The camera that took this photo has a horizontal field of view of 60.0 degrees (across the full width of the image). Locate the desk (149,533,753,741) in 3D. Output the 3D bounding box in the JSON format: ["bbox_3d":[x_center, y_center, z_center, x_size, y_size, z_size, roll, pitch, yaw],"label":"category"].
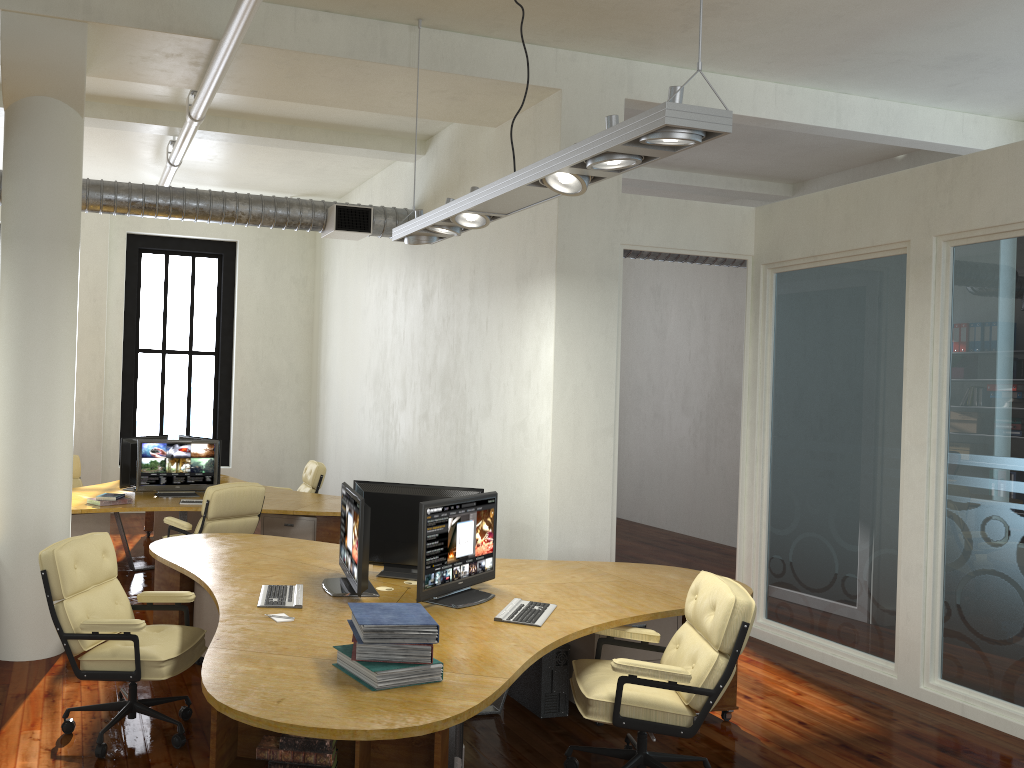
[{"bbox_3d":[-0.932,1.513,5.288,3.855,0.734,3.509,1,-1,38],"label":"desk"}]

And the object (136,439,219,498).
[{"bbox_3d":[-3.297,0.828,8.759,0.750,0.552,0.312,2,0,-24],"label":"object"}]

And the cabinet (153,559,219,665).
[{"bbox_3d":[-1.820,1.510,6.023,0.978,0.709,0.799,1,-1,38],"label":"cabinet"}]

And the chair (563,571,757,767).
[{"bbox_3d":[0.669,1.415,4.232,0.797,1.021,0.703,2,0,3],"label":"chair"}]

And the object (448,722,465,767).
[{"bbox_3d":[-0.468,1.683,4.126,0.500,0.411,0.173,2,0,12],"label":"object"}]

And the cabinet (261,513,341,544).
[{"bbox_3d":[-1.899,1.533,8.580,0.937,0.709,0.840,2,0,13],"label":"cabinet"}]

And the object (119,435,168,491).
[{"bbox_3d":[-3.816,0.815,9.200,0.309,0.552,0.759,2,0,14],"label":"object"}]

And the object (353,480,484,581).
[{"bbox_3d":[-0.579,0.881,5.358,0.854,0.552,0.275,2,0,16],"label":"object"}]

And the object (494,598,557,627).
[{"bbox_3d":[0.075,1.162,4.529,0.244,0.016,0.446,2,-1,15],"label":"object"}]

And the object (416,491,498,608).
[{"bbox_3d":[-0.279,0.885,4.798,0.319,0.552,0.734,2,0,31],"label":"object"}]

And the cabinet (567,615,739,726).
[{"bbox_3d":[0.705,1.585,5.404,0.835,0.709,0.942,2,0,-22],"label":"cabinet"}]

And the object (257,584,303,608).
[{"bbox_3d":[-1.225,1.122,4.711,0.224,0.016,0.486,2,-1,-11],"label":"object"}]

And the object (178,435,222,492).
[{"bbox_3d":[-3.296,0.833,9.338,0.890,0.552,0.263,1,0,43],"label":"object"}]

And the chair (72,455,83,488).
[{"bbox_3d":[-4.884,1.291,9.652,0.859,1.021,0.646,1,0,43],"label":"chair"}]

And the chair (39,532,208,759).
[{"bbox_3d":[-2.035,1.332,4.689,0.810,1.021,0.691,2,0,8],"label":"chair"}]

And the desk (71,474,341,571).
[{"bbox_3d":[-3.497,1.472,9.439,3.716,0.734,3.668,2,-1,-16],"label":"desk"}]

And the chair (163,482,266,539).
[{"bbox_3d":[-2.632,1.344,7.779,0.858,1.021,0.647,2,0,38],"label":"chair"}]

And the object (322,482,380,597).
[{"bbox_3d":[-0.906,0.866,4.965,0.280,0.552,0.839,2,0,-16],"label":"object"}]

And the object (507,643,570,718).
[{"bbox_3d":[0.139,1.715,5.340,0.168,0.411,0.512,2,0,-26],"label":"object"}]

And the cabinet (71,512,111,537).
[{"bbox_3d":[-4.247,1.453,8.126,0.974,0.709,0.802,1,-1,43],"label":"cabinet"}]

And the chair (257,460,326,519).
[{"bbox_3d":[-2.526,1.370,9.996,0.744,1.021,0.752,2,0,-17],"label":"chair"}]

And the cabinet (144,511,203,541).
[{"bbox_3d":[-3.889,1.488,10.466,0.844,0.709,0.933,2,0,-17],"label":"cabinet"}]

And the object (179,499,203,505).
[{"bbox_3d":[-2.867,1.105,8.298,0.463,0.016,0.235,2,-1,-9],"label":"object"}]

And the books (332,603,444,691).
[{"bbox_3d":[-0.497,1.029,3.521,0.403,0.227,0.473,2,-1,-12],"label":"books"}]

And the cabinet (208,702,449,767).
[{"bbox_3d":[-0.677,1.522,3.632,0.919,0.709,0.858,2,0,8],"label":"cabinet"}]

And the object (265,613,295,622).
[{"bbox_3d":[-1.120,1.122,4.271,0.101,0.015,0.146,2,-1,-35],"label":"object"}]
